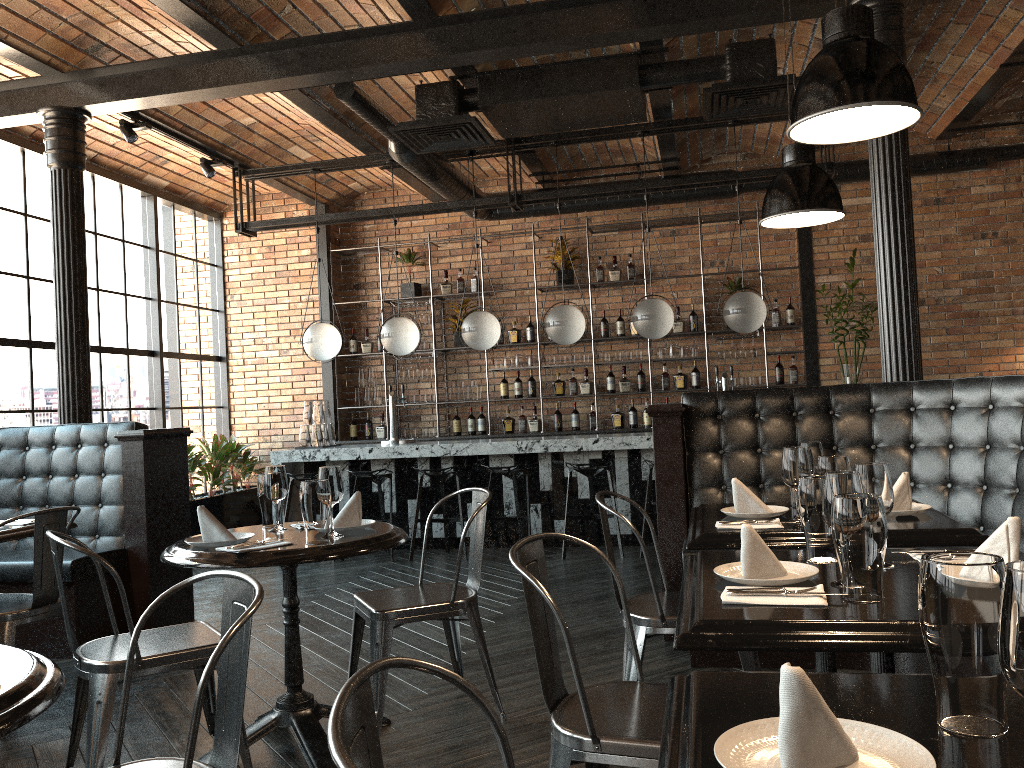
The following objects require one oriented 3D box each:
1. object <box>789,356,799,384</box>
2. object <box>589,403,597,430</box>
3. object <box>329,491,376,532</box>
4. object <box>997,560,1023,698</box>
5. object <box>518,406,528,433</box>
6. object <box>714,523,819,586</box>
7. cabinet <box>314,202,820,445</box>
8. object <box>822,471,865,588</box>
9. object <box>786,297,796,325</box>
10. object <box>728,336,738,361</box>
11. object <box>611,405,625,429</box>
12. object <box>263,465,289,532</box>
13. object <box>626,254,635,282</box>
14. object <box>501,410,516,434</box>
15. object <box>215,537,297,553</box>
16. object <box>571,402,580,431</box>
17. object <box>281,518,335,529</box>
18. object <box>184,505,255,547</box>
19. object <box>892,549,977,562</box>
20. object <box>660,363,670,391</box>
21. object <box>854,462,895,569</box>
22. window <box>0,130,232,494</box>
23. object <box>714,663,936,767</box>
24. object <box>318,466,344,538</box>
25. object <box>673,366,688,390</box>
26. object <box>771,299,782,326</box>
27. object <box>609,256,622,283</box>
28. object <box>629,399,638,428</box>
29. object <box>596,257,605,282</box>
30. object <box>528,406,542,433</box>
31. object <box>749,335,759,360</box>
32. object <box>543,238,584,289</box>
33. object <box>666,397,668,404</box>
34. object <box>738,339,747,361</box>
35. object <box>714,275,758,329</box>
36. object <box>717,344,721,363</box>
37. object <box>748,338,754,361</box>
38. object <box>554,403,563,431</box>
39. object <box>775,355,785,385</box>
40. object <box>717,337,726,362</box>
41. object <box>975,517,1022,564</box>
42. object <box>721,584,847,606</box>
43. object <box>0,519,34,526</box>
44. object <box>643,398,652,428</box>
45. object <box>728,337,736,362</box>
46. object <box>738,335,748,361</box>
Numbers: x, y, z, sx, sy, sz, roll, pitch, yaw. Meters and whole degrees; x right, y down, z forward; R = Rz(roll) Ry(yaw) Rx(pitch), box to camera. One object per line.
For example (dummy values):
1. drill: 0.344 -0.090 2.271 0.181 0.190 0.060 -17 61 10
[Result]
1. object: 2.790 -0.139 8.785 0.083 0.282 0.083 -3 -2 22
2. object: 0.840 0.333 9.204 0.083 0.282 0.083 -3 -1 -3
3. object: -0.626 0.475 3.296 0.232 0.139 0.232 -2 -2 -18
4. object: 0.516 0.296 0.843 0.092 0.244 0.092 -2 -2 -16
5. object: 0.112 0.374 9.363 0.083 0.282 0.083 -3 -2 12
6. object: 0.579 0.382 2.033 0.232 0.139 0.232 -3 -1 -3
7. cabinet: -0.404 -0.385 9.447 7.075 3.779 0.564 -3 -2 12
8. object: 0.725 0.313 1.926 0.092 0.244 0.092 -2 -2 -27
9. object: 2.772 -0.717 8.825 0.086 0.298 0.086 -2 -2 -24
10. object: 2.196 -0.351 8.824 0.092 0.244 0.092 -2 -2 -38
11. object: 1.095 0.337 9.148 0.151 0.248 0.094 -3 -2 21
12. object: -0.890 0.431 3.348 0.092 0.244 0.092 -3 -2 12
13. object: 1.223 -1.197 9.143 0.083 0.282 0.083 -3 -1 -3
14. object: -0.038 0.400 9.395 0.151 0.248 0.094 -3 -1 1
15. object: -0.840 0.531 2.958 0.157 0.019 0.255 -4 -2 43
16. object: 0.663 0.335 9.251 0.086 0.298 0.086 -2 -2 -29
17. object: -0.769 0.541 3.459 0.255 0.019 0.157 -2 -2 -27
18. object: -1.015 0.489 3.077 0.232 0.139 0.232 -2 -2 -34
19. object: 1.068 0.416 2.167 0.255 0.019 0.157 -3 -2 13
20. object: 1.563 -0.071 9.052 0.083 0.282 0.083 -3 -1 -3
21. object: 0.863 0.311 2.113 0.092 0.244 0.092 -4 -2 29
22. window: -4.976 -0.396 2.008 0.168 3.253 16.179 -3 -2 12
23. object: 0.342 0.367 0.989 0.232 0.139 0.232 -4 -2 45
24. object: -0.634 0.411 3.103 0.092 0.244 0.092 -3 -2 12
25. object: 1.713 -0.061 9.018 0.151 0.248 0.094 -3 -2 21
26. object: 2.630 -0.702 8.828 0.083 0.282 0.083 -4 -2 27
27. object: 1.069 -1.186 9.178 0.123 0.279 0.123 -3 -2 16
28. object: 1.247 0.304 9.130 0.086 0.298 0.086 -2 -2 -29
29. object: 0.917 -1.180 9.210 0.083 0.282 0.083 -3 -2 12
30. object: 0.244 0.369 9.320 0.123 0.279 0.123 -4 -2 26
31. object: 2.393 -0.362 8.781 0.092 0.244 0.092 -2 -2 -38
32. object: 0.538 -1.280 9.332 0.425 0.526 0.430 -3 -2 14
33. object: 1.587 0.284 9.049 0.086 0.298 0.086 -2 -2 -29
34. object: 2.327 -0.354 8.964 0.092 0.244 0.092 -2 -2 -38
35. object: 2.248 -0.819 8.878 0.374 0.560 0.398 -2 -2 -15
36. object: 2.123 -0.343 9.009 0.092 0.244 0.092 -2 -2 -38
37. object: 2.429 -0.360 8.942 0.092 0.244 0.092 -2 -2 -38
38. object: 0.479 0.345 9.257 0.086 0.297 0.086 -1 -2 -44
39. object: 2.657 -0.140 8.817 0.086 0.299 0.086 -2 -2 -29
40. object: 2.088 -0.345 8.848 0.092 0.244 0.092 -2 -2 -38
41. object: 1.037 0.357 1.945 0.232 0.139 0.232 -2 -2 -16
42. object: 0.564 0.432 1.836 0.255 0.019 0.157 -3 -2 18
43. object: -2.298 0.634 4.085 0.255 0.019 0.157 -3 -2 13
44. object: 1.387 0.296 9.085 0.080 0.299 0.080 -3 -2 15
45. object: 2.231 -0.349 8.985 0.092 0.244 0.092 -2 -2 -38
46. object: 2.292 -0.356 8.803 0.092 0.244 0.092 -2 -2 -38
